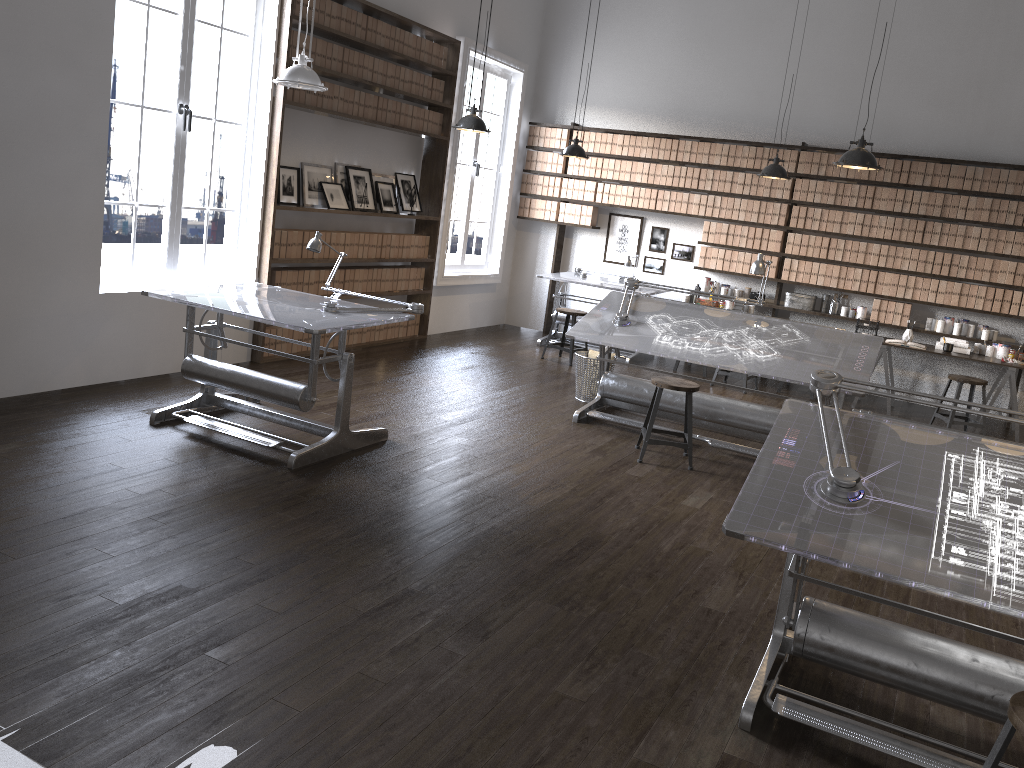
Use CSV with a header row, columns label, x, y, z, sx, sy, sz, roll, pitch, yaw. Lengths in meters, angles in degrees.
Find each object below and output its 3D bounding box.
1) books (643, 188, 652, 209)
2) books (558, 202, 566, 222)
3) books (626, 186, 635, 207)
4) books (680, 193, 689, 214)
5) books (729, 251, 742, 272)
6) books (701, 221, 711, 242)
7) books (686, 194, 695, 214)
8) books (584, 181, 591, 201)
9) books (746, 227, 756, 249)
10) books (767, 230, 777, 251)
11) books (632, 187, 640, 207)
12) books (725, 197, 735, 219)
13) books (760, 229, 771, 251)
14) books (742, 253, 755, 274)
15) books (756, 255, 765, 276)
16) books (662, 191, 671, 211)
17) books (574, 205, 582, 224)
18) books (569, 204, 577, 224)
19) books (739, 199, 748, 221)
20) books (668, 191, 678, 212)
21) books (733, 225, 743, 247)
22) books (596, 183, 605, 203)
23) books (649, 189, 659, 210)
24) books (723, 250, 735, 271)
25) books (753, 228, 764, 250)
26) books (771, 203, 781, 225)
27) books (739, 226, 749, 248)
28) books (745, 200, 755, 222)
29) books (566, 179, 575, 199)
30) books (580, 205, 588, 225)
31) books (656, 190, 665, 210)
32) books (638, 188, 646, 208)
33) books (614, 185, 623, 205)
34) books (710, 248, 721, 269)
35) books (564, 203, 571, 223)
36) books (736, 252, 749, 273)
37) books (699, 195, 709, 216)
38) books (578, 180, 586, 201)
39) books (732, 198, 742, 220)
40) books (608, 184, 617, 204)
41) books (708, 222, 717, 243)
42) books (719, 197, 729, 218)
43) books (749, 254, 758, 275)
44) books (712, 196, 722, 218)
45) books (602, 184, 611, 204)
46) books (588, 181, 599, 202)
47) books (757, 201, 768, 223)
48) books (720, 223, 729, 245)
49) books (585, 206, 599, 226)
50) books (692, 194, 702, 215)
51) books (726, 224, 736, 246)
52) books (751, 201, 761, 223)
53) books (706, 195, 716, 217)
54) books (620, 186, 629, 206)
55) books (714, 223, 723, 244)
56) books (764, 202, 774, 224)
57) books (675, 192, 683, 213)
label,x,y,z,sx,sy,sz,roll,pitch,yaw
books,1.532,-2.054,9.856,0.067,0.224,0.175,12,11,25
books,0.614,-1.997,10.323,0.067,0.224,0.175,12,11,25
books,1.351,-2.095,9.937,0.067,0.224,0.175,12,11,25
books,1.908,-1.965,9.665,0.067,0.224,0.175,12,11,25
books,2.396,-1.312,9.485,0.067,0.224,0.175,12,11,25
books,2.120,-1.646,9.588,0.067,0.224,0.175,12,11,25
books,1.970,-1.952,9.640,0.067,0.224,0.175,12,11,25
books,0.898,-2.209,10.162,0.067,0.224,0.175,12,11,25
books,2.548,-1.547,9.385,0.067,0.224,0.175,12,11,25
books,2.746,-1.501,9.286,0.067,0.224,0.175,12,11,25
books,1.415,-2.080,9.905,0.067,0.224,0.175,12,11,25
books,2.347,-1.871,9.456,0.067,0.224,0.175,12,11,25
books,2.680,-1.516,9.321,0.067,0.224,0.175,12,11,25
books,2.519,-1.281,9.417,0.067,0.224,0.175,12,11,25
books,2.640,-1.254,9.362,0.067,0.224,0.175,12,11,25
books,1.725,-2.009,9.757,0.067,0.224,0.175,12,11,25
books,0.792,-1.955,10.235,0.067,0.224,0.175,12,11,25
books,0.735,-1.969,10.268,0.067,0.224,0.175,12,11,25
books,2.472,-1.842,9.393,0.067,0.224,0.175,12,11,25
books,1.789,-1.994,9.730,0.067,0.224,0.175,12,11,25
books,2.423,-1.576,9.446,0.067,0.224,0.175,12,11,25
books,1.031,-2.170,10.097,0.067,0.224,0.175,12,11,25
books,1.595,-2.039,9.819,0.067,0.224,0.175,12,11,25
books,2.334,-1.326,9.513,0.067,0.224,0.175,12,11,25
books,2.612,-1.531,9.348,0.067,0.224,0.175,12,11,25
books,2.771,-1.772,9.246,0.067,0.224,0.175,12,11,25
books,2.483,-1.561,9.411,0.067,0.224,0.175,12,11,25
books,2.528,-1.829,9.367,0.067,0.224,0.175,12,11,25
books,0.708,-2.253,10.254,0.067,0.224,0.175,12,11,25
books,0.857,-1.941,10.211,0.067,0.224,0.175,12,11,25
books,1.664,-2.024,9.792,0.067,0.224,0.175,12,11,25
books,1.473,-2.068,9.882,0.067,0.224,0.175,12,11,25
books,1.229,-2.125,10.005,0.067,0.224,0.175,12,11,25
books,2.207,-1.355,9.573,0.067,0.224,0.175,12,11,25
books,0.679,-1.982,10.294,0.067,0.224,0.175,12,11,25
books,2.456,-1.297,9.451,0.067,0.224,0.175,12,11,25
books,2.088,-1.924,9.579,0.067,0.224,0.175,12,11,25
books,0.832,-2.224,10.195,0.067,0.224,0.175,12,11,25
books,2.407,-1.856,9.422,0.067,0.224,0.175,12,11,25
books,1.167,-2.139,10.033,0.067,0.224,0.175,12,11,25
books,2.185,-1.631,9.559,0.067,0.224,0.175,12,11,25
books,2.286,-1.886,9.488,0.067,0.224,0.175,12,11,25
books,2.582,-1.266,9.386,0.067,0.224,0.175,12,11,25
books,2.223,-1.900,9.515,0.067,0.224,0.175,12,11,25
books,1.103,-2.153,10.060,0.067,0.224,0.175,12,11,25
books,0.952,-2.195,10.131,0.067,0.224,0.175,12,11,25
books,2.647,-1.801,9.310,0.067,0.224,0.175,12,11,25
books,2.298,-1.604,9.500,0.067,0.224,0.175,12,11,25
books,0.918,-1.927,10.179,0.067,0.224,0.175,12,11,25
books,2.025,-1.939,9.612,0.067,0.224,0.175,12,11,25
books,2.360,-1.591,9.476,0.067,0.224,0.175,12,11,25
books,2.585,-1.815,9.334,0.067,0.224,0.175,12,11,25
books,2.157,-1.914,9.543,0.067,0.224,0.175,12,11,25
books,1.289,-2.110,9.971,0.067,0.224,0.175,12,11,25
books,2.241,-1.618,9.533,0.067,0.224,0.175,12,11,25
books,2.710,-1.787,9.280,0.067,0.224,0.175,12,11,25
books,1.852,-1.980,9.699,0.067,0.224,0.175,12,11,25
